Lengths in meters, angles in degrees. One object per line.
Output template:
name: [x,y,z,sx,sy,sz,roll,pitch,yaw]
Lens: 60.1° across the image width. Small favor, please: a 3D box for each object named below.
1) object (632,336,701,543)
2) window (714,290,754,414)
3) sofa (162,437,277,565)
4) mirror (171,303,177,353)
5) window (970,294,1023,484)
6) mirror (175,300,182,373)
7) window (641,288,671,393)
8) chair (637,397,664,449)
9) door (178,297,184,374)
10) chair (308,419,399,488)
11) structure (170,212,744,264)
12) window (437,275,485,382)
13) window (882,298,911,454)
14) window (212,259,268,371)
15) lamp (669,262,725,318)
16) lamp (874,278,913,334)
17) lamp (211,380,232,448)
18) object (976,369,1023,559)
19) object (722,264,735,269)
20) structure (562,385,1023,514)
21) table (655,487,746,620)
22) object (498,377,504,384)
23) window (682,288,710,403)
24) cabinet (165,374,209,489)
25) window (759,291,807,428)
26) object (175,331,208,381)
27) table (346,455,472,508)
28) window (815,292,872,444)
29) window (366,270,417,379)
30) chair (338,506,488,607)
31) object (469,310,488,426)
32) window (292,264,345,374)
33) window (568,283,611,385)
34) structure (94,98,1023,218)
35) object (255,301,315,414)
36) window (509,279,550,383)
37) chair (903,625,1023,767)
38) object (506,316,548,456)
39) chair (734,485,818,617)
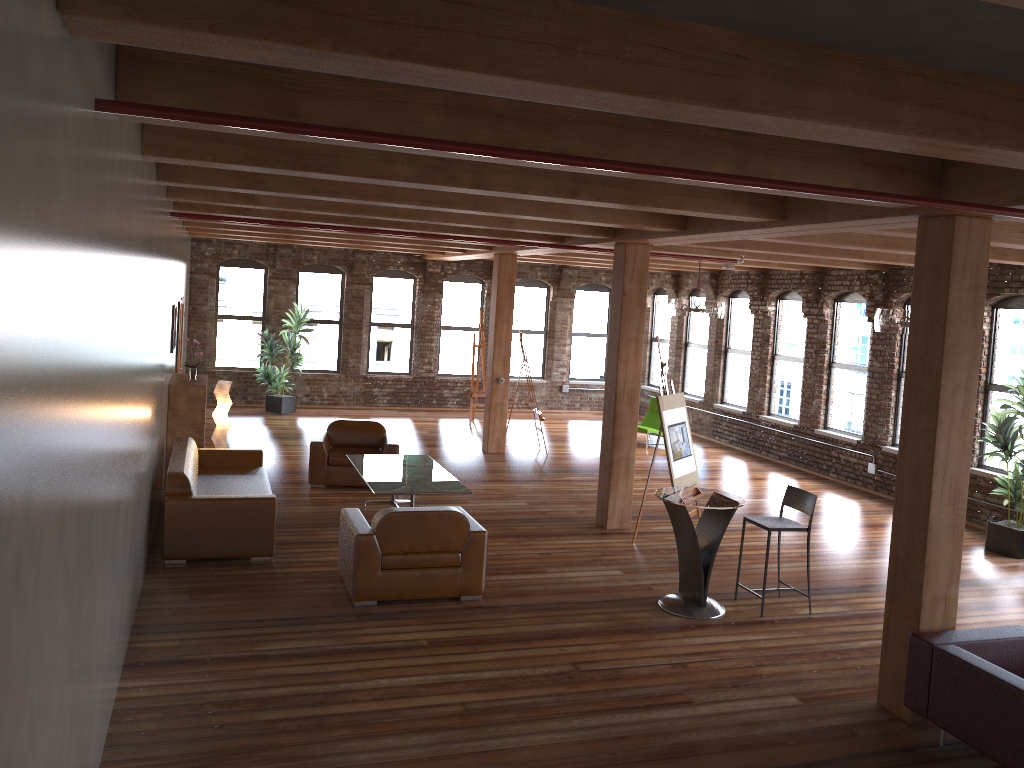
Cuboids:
object: [1.605,0.600,8.855,0.686,2.135,0.702,6,4,31]
window: [4.077,-0.617,16.008,0.233,2.209,0.971,3,4,-19]
sofa: [-2.857,1.040,8.699,0.951,0.733,2.422,2,6,-19]
mirror: [-3.982,-0.665,10.443,0.025,0.547,0.697,3,5,-19]
window: [5.943,0.046,10.462,0.235,2.209,0.971,3,4,-19]
mirror: [-4.521,-0.652,12.020,0.025,0.950,0.696,3,4,-19]
window: [3.136,-0.952,18.809,0.232,2.209,0.971,3,4,-19]
chair: [2.407,0.667,15.534,0.956,0.794,0.682,-1,6,-44]
door: [-5.016,-0.230,13.161,0.226,2.115,1.033,3,4,-19]
chair: [-1.960,0.862,11.074,1.063,0.733,0.833,3,5,-9]
structure: [-0.387,-1.614,9.716,6.804,0.111,0.051,2,4,-19]
window: [-1.064,-1.184,18.550,0.968,2.222,0.222,2,3,-19]
window: [5.475,-0.120,11.849,0.232,2.209,0.971,3,4,-19]
window: [-5.272,-1.343,17.190,0.968,2.164,0.086,2,3,-19]
lamp: [2.756,-1.402,13.108,0.810,0.813,0.811,5,5,17]
lamp: [4.138,-0.910,8.996,0.811,0.813,0.810,5,5,24]
lamp: [-3.819,0.497,11.707,0.261,1.111,0.271,5,3,26]
object: [5.563,0.795,9.615,0.966,2.098,1.083,3,4,-6]
object: [3.249,-1.769,13.287,0.145,0.072,0.148,2,5,-19]
structure: [4.731,0.981,13.444,1.632,0.312,13.758,1,6,-26]
table: [1.493,1.372,7.207,0.722,0.922,0.723,4,4,6]
object: [-0.161,-0.052,13.653,0.095,0.095,0.061,2,4,-19]
window: [3.610,-0.783,17.396,0.231,2.209,0.971,3,4,-19]
cabinet: [-3.896,0.544,10.655,0.418,1.206,1.190,2,4,-19]
window: [4.541,-0.452,14.624,0.230,2.209,0.971,3,4,-19]
object: [-3.810,-0.339,10.503,0.370,0.588,0.299,2,4,-24]
table: [-1.134,1.187,9.184,0.939,0.558,1.878,2,6,-19]
window: [5.011,-0.286,13.237,0.236,2.209,0.971,3,4,-19]
window: [-2.450,-1.225,18.079,0.968,2.222,0.222,2,3,-19]
chair: [-0.829,1.306,7.288,1.063,0.733,0.833,2,5,-19]
object: [-0.556,-0.311,16.731,0.661,2.135,0.687,2,4,-24]
window: [-3.860,-1.302,17.669,0.968,2.164,0.086,2,3,-19]
window: [1.735,-1.107,19.501,0.968,2.213,0.219,2,3,-19]
structure: [1.464,-0.956,4.211,6.804,0.111,0.051,2,4,-19]
object: [-4.358,-0.528,16.718,1.080,2.098,0.969,1,5,-41]
window: [0.329,-1.148,19.023,0.968,2.213,0.219,2,3,-19]
chair: [2.916,1.843,4.908,0.865,0.591,1.075,2,5,-19]
object: [0.238,0.008,13.995,0.684,2.135,0.664,3,3,-9]
chair: [2.192,1.366,7.348,0.466,0.979,0.431,2,4,-19]
